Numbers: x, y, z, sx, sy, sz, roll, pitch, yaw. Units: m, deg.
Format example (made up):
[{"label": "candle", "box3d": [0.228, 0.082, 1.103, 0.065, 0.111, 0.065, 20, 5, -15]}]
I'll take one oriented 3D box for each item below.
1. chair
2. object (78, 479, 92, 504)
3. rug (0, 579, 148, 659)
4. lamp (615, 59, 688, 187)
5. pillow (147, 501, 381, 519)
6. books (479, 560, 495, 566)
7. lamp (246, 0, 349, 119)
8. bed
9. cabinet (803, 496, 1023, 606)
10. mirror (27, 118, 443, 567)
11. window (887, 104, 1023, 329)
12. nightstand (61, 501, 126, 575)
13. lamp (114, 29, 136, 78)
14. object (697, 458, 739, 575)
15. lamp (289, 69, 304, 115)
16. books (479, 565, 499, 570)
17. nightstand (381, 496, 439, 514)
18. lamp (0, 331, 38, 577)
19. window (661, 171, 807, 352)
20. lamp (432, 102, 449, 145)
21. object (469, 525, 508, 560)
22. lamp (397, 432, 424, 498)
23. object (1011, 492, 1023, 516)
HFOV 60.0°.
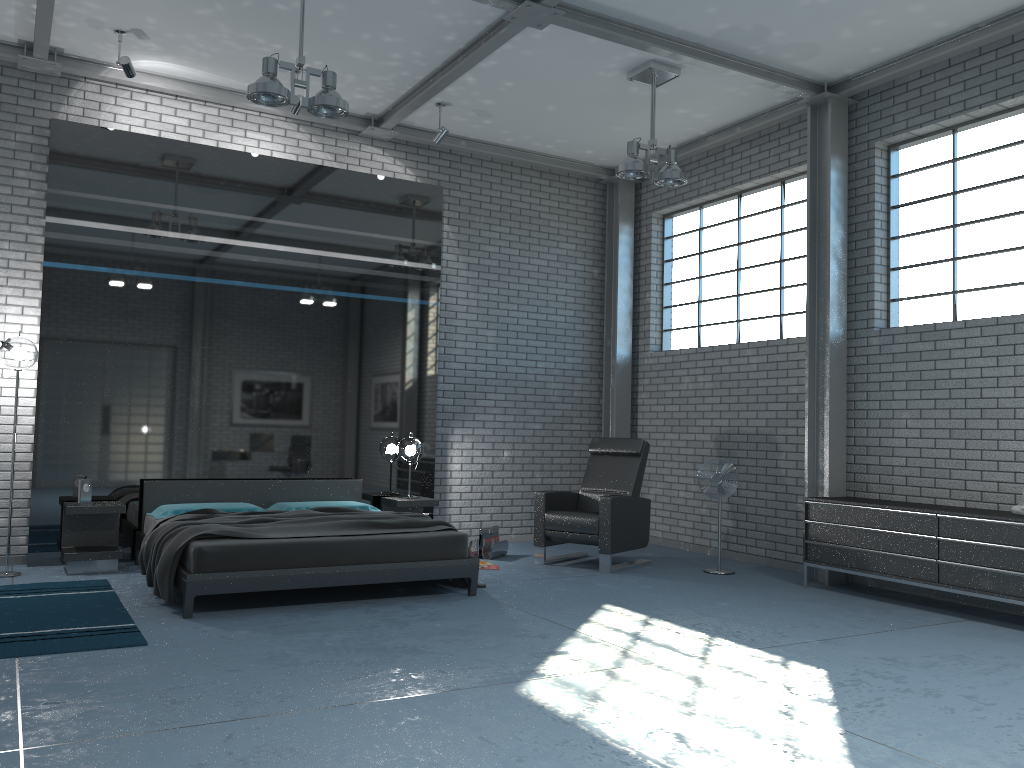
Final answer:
[{"label": "chair", "box3d": [0.760, 1.019, 7.803, 0.763, 1.099, 0.940, -1, -4, 35]}, {"label": "object", "box3d": [-3.249, 0.818, 6.751, 0.032, 0.184, 0.100, 0, -3, 28]}, {"label": "rug", "box3d": [-2.754, 1.339, 5.182, 0.886, 0.012, 2.060, 3, -3, -30]}, {"label": "lamp", "box3d": [1.105, -2.038, 6.962, 0.639, 0.872, 0.300, 3, -3, -30]}, {"label": "pillow", "box3d": [-2.004, 1.031, 7.280, 1.810, 0.115, 0.567, 3, -3, -30]}, {"label": "books", "box3d": [-0.290, 1.524, 7.549, 0.219, 0.011, 0.297, 2, -3, -18]}, {"label": "lamp", "box3d": [-1.324, -2.173, 5.577, 0.639, 0.872, 0.300, 3, -3, -30]}, {"label": "bed", "box3d": [-1.536, 1.122, 6.613, 2.290, 0.674, 2.261, 3, -3, -30]}, {"label": "cabinet", "box3d": [3.012, 1.187, 5.956, 0.510, 0.682, 2.250, 3, -3, -30]}, {"label": "mirror", "box3d": [-2.202, -0.262, 7.738, 3.400, 3.500, 0.050, 3, -3, -30]}, {"label": "window", "box3d": [3.590, -1.201, 6.161, 0.100, 1.500, 2.200, 3, -3, -30]}, {"label": "nightstand", "box3d": [-3.189, 1.162, 6.743, 0.400, 0.501, 0.400, 3, -3, -30]}, {"label": "lamp", "box3d": [-2.870, -2.440, 6.565, 0.137, 0.311, 0.166, 2, -3, -5]}, {"label": "object", "box3d": [1.741, 1.097, 7.427, 0.342, 0.954, 0.258, 0, -3, 26]}, {"label": "lamp", "box3d": [-1.763, -2.368, 7.209, 0.137, 0.332, 0.167, 4, -4, -40]}, {"label": "books", "box3d": [-0.259, 1.517, 7.348, 0.300, 0.005, 0.214, 1, -3, 1]}, {"label": "nightstand", "box3d": [-0.933, 1.288, 8.030, 0.400, 0.501, 0.400, 3, -3, -30]}, {"label": "lamp", "box3d": [-3.634, 0.492, 6.458, 0.259, 1.773, 0.250, 1, -3, 15]}, {"label": "window", "box3d": [2.200, -1.107, 8.590, 0.100, 1.500, 2.200, 3, -3, -30]}, {"label": "lamp", "box3d": [-0.645, -2.300, 7.848, 0.161, 0.343, 0.137, 0, -4, 30]}, {"label": "object", "box3d": [-0.208, 1.423, 7.980, 0.236, 0.271, 0.352, 0, -3, 24]}, {"label": "lamp", "box3d": [-0.932, 0.738, 8.136, 0.259, 0.596, 0.250, 3, -3, -21]}, {"label": "object", "box3d": [3.293, 0.708, 5.506, 0.151, 0.244, 0.496, 2, -3, -5]}]
